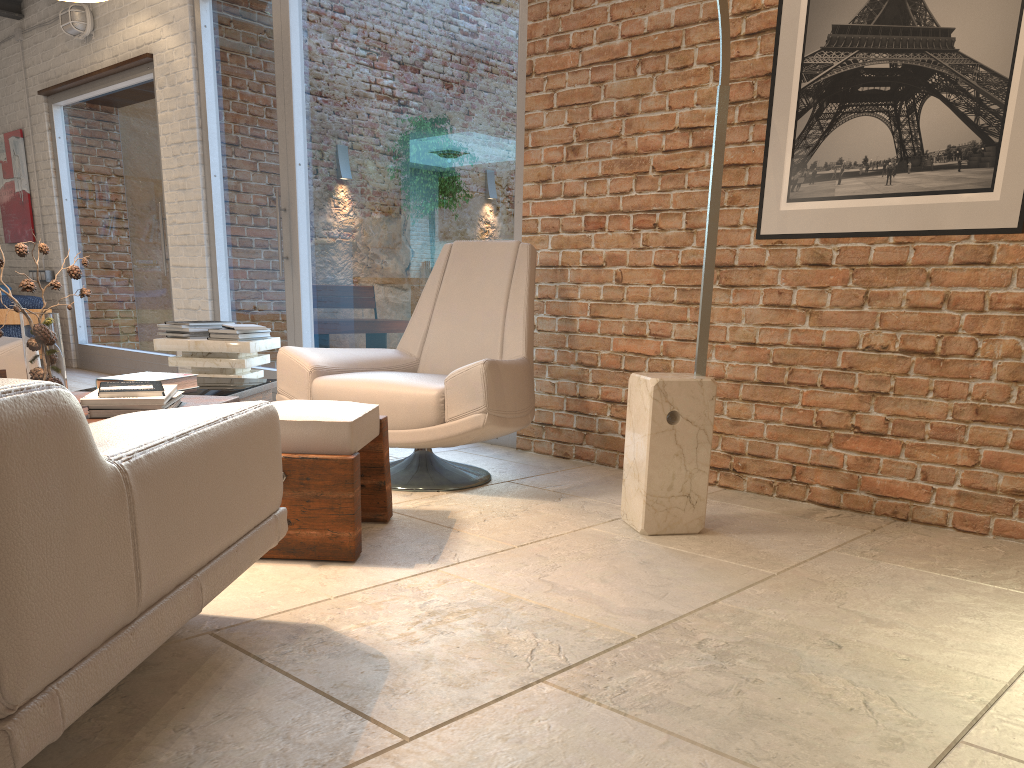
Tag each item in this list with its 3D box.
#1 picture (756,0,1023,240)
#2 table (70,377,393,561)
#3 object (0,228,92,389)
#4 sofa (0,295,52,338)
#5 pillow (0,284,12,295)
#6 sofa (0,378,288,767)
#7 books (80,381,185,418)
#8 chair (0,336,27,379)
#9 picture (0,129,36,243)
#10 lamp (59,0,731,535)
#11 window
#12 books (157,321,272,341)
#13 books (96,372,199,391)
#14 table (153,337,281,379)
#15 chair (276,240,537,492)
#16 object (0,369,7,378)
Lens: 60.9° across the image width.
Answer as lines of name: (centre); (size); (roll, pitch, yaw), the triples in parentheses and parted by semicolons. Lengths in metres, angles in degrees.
picture: (1.288, -1.112, 2.876); (0.895, 1.242, 0.027); (12, 18, 40)
table: (-1.494, 0.194, 3.270); (2.204, 0.446, 1.903); (2, 6, 4)
object: (-1.628, -0.249, 2.771); (0.316, 0.630, 0.523); (5, 12, 13)
sofa: (-6.187, -0.563, 8.231); (3.879, 0.686, 2.044); (7, 9, 42)
pillow: (-4.638, -0.703, 7.582); (0.377, 0.340, 0.544); (2, 9, 3)
sofa: (-1.710, 0.197, 1.564); (2.329, 0.787, 1.103); (2, 9, 3)
books: (-1.167, 0.043, 2.715); (0.250, 0.077, 0.387); (0, 7, -15)
chair: (-2.645, -0.180, 3.773); (1.019, 1.055, 0.943); (-5, 13, -30)
picture: (-4.661, -1.823, 8.147); (0.729, 0.997, 0.019); (12, 18, 40)
lamp: (-0.329, -0.684, 2.495); (2.031, 2.443, 0.305); (-1, 15, -10)
window: (-2.390, -3.199, 6.143); (12.111, 6.660, 0.632); (9, 16, 41)
books: (-1.502, -0.278, 4.561); (0.563, 0.082, 0.379); (5, 7, 26)
books: (-1.500, -0.004, 3.604); (0.254, 0.058, 0.316); (3, 6, 13)
table: (-1.551, 0.010, 4.679); (0.495, 0.524, 0.476); (2, 11, 3)
chair: (-0.309, -0.112, 3.703); (1.017, 1.037, 0.955); (7, 12, 26)
object: (-1.826, -0.008, 3.009); (0.114, 0.085, 0.091); (4, 11, 14)
